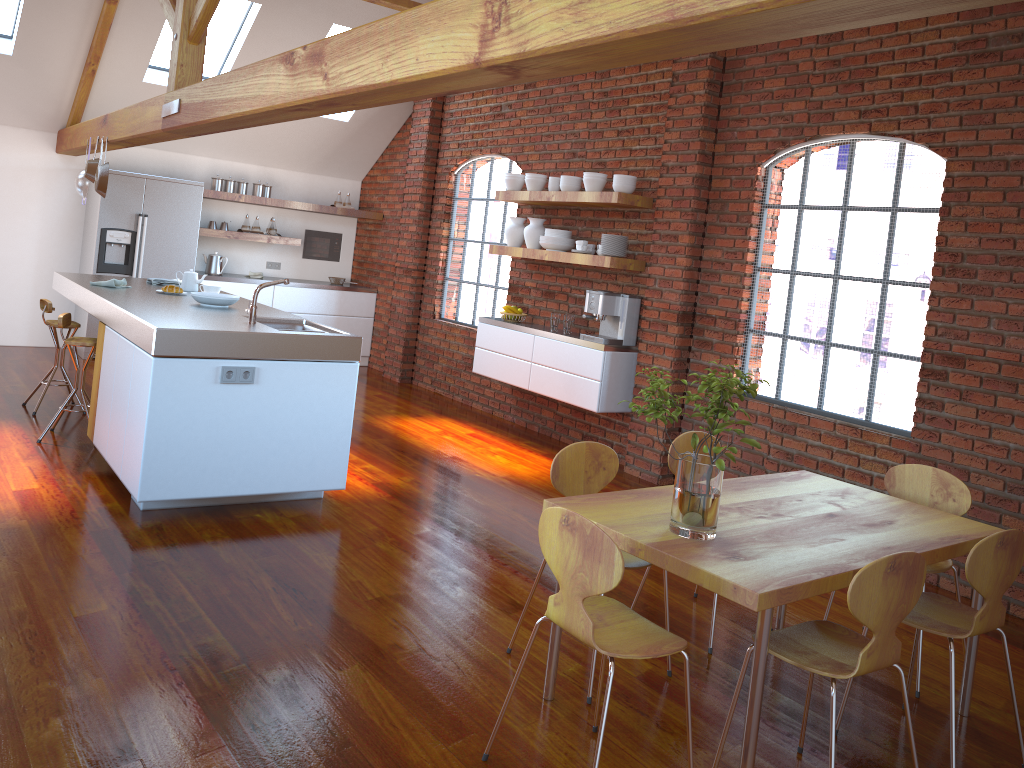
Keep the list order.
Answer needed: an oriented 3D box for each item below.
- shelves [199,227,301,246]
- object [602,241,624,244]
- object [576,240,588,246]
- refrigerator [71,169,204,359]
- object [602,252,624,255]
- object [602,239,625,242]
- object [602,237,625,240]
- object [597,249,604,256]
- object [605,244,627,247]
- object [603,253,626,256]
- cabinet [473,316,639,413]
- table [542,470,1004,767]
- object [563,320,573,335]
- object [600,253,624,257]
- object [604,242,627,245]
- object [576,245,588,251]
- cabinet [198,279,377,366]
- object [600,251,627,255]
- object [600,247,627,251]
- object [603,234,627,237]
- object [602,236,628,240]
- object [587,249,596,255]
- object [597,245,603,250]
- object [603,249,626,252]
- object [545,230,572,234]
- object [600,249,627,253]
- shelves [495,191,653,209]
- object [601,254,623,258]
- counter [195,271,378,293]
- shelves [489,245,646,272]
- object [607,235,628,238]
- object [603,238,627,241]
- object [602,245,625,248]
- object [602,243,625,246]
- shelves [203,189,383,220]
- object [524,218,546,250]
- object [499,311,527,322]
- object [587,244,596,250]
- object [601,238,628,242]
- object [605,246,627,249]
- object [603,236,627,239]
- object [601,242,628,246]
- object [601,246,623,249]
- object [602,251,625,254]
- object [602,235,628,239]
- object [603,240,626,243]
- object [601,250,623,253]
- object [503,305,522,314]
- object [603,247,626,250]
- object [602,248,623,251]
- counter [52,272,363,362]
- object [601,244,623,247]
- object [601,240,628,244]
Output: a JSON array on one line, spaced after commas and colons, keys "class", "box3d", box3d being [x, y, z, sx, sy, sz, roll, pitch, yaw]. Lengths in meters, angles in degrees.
[{"class": "shelves", "box3d": [-2.841, -1.555, 9.227, 1.061, 0.076, 0.663, 1, 10, -35]}, {"class": "object", "box3d": [0.735, -1.007, 6.314, 0.194, 0.014, 0.197, 4, 9, -18]}, {"class": "object", "box3d": [0.516, -1.040, 6.550, 0.093, 0.058, 0.100, 11, 8, 38]}, {"class": "refrigerator", "box3d": [-3.662, -1.157, 8.614, 0.907, 1.767, 0.789, 5, 3, -35]}, {"class": "object", "box3d": [0.726, -0.930, 6.315, 0.194, 0.014, 0.197, 4, 9, -18]}, {"class": "object", "box3d": [0.736, -1.021, 6.313, 0.194, 0.014, 0.197, 4, 9, -18]}, {"class": "object", "box3d": [0.738, -1.036, 6.313, 0.194, 0.014, 0.197, 4, 9, -18]}, {"class": "object", "box3d": [0.672, -0.964, 6.489, 0.092, 0.046, 0.100, 7, 7, -1]}, {"class": "object", "box3d": [0.733, -0.989, 6.314, 0.194, 0.014, 0.197, 4, 9, -18]}, {"class": "object", "box3d": [0.725, -0.925, 6.315, 0.194, 0.014, 0.197, 4, 9, -18]}, {"class": "cabinet", "box3d": [0.289, -0.184, 6.863, 0.335, 0.472, 1.643, 4, 8, -35]}, {"class": "table", "box3d": [0.885, 0.760, 2.951, 1.464, 0.641, 0.827, 1, 8, -39]}, {"class": "object", "box3d": [0.416, -0.425, 6.622, 0.077, 0.103, 0.079, 5, 4, -23]}, {"class": "object", "box3d": [0.725, -0.921, 6.315, 0.194, 0.014, 0.197, 4, 9, -18]}, {"class": "object", "box3d": [0.734, -1.003, 6.314, 0.194, 0.014, 0.197, 4, 9, -18]}, {"class": "object", "box3d": [0.518, -1.007, 6.548, 0.098, 0.046, 0.093, 1, 9, -41]}, {"class": "cabinet", "box3d": [-2.553, -0.676, 9.485, 1.975, 0.814, 0.720, 2, 6, -35]}, {"class": "object", "box3d": [0.726, -0.934, 6.315, 0.194, 0.014, 0.197, 4, 9, -18]}, {"class": "object", "box3d": [0.729, -0.962, 6.314, 0.194, 0.014, 0.197, 4, 9, -18]}, {"class": "object", "box3d": [0.741, -1.059, 6.313, 0.194, 0.014, 0.197, 4, 9, -18]}, {"class": "object", "box3d": [0.738, -1.040, 6.313, 0.194, 0.014, 0.197, 4, 9, -18]}, {"class": "object", "box3d": [0.591, -1.006, 6.717, 0.093, 0.046, 0.099, 11, 8, 34]}, {"class": "object", "box3d": [0.682, -0.995, 6.490, 0.091, 0.058, 0.101, 5, 7, -12]}, {"class": "object", "box3d": [0.728, -0.953, 6.315, 0.194, 0.014, 0.197, 4, 9, -18]}, {"class": "object", "box3d": [0.360, -1.161, 6.855, 0.213, 0.055, 0.216, -1, 11, -43]}, {"class": "object", "box3d": [0.728, -0.948, 6.315, 0.194, 0.014, 0.197, 4, 9, -18]}, {"class": "shelves", "box3d": [0.435, -1.437, 6.839, 0.336, 0.076, 1.556, 1, 10, -35]}, {"class": "object", "box3d": [0.724, -0.916, 6.315, 0.194, 0.014, 0.197, 4, 9, -18]}, {"class": "counter", "box3d": [-2.502, -1.104, 9.476, 1.975, 0.044, 0.724, 1, 10, -35]}, {"class": "shelves", "box3d": [0.383, -0.988, 6.847, 0.336, 0.076, 1.556, 1, 10, -35]}, {"class": "object", "box3d": [0.740, -1.054, 6.313, 0.194, 0.014, 0.197, 4, 9, -18]}, {"class": "object", "box3d": [0.737, -1.031, 6.313, 0.194, 0.014, 0.197, 4, 9, -18]}, {"class": "object", "box3d": [0.731, -0.980, 6.314, 0.194, 0.014, 0.197, 4, 9, -18]}, {"class": "object", "box3d": [0.733, -0.994, 6.314, 0.194, 0.014, 0.197, 4, 9, -18]}, {"class": "shelves", "box3d": [-2.426, -1.930, 9.481, 1.969, 0.076, 0.663, 1, 10, -35]}, {"class": "object", "box3d": [0.190, -1.212, 7.119, 0.193, 0.248, 0.192, 9, 4, 26]}, {"class": "object", "box3d": [0.008, -0.555, 7.305, 0.236, 0.071, 0.237, 8, 8, 12]}, {"class": "object", "box3d": [0.589, -1.039, 6.718, 0.092, 0.058, 0.100, 9, 7, 23]}, {"class": "object", "box3d": [0.737, -1.026, 6.313, 0.194, 0.014, 0.197, 4, 9, -18]}, {"class": "object", "box3d": [0.731, -0.976, 6.314, 0.194, 0.014, 0.197, 4, 9, -18]}, {"class": "object", "box3d": [0.739, -1.044, 6.313, 0.194, 0.014, 0.197, 4, 9, -18]}, {"class": "object", "box3d": [0.734, -0.998, 6.314, 0.194, 0.014, 0.197, 4, 9, -18]}, {"class": "object", "box3d": [0.730, -0.971, 6.314, 0.194, 0.014, 0.197, 4, 9, -18]}, {"class": "object", "box3d": [0.727, -0.939, 6.315, 0.194, 0.014, 0.197, 4, 9, -18]}, {"class": "object", "box3d": [0.739, -1.049, 6.313, 0.194, 0.014, 0.197, 4, 9, -18]}, {"class": "object", "box3d": [0.736, -1.017, 6.313, 0.194, 0.014, 0.197, 4, 9, -18]}, {"class": "object", "box3d": [0.727, -0.943, 6.315, 0.194, 0.014, 0.197, 4, 9, -18]}, {"class": "object", "box3d": [0.007, -0.602, 7.257, 0.184, 0.084, 0.067, 7, 4, 3]}, {"class": "object", "box3d": [0.730, -0.967, 6.314, 0.194, 0.014, 0.197, 4, 9, -18]}, {"class": "object", "box3d": [0.729, -0.958, 6.315, 0.194, 0.014, 0.197, 4, 9, -18]}, {"class": "counter", "box3d": [-2.076, -0.470, 5.500, 1.020, 0.129, 3.184, 1, 10, -35]}, {"class": "object", "box3d": [0.732, -0.985, 6.314, 0.194, 0.014, 0.197, 4, 9, -18]}, {"class": "object", "box3d": [0.735, -1.012, 6.313, 0.194, 0.014, 0.197, 4, 9, -18]}]
